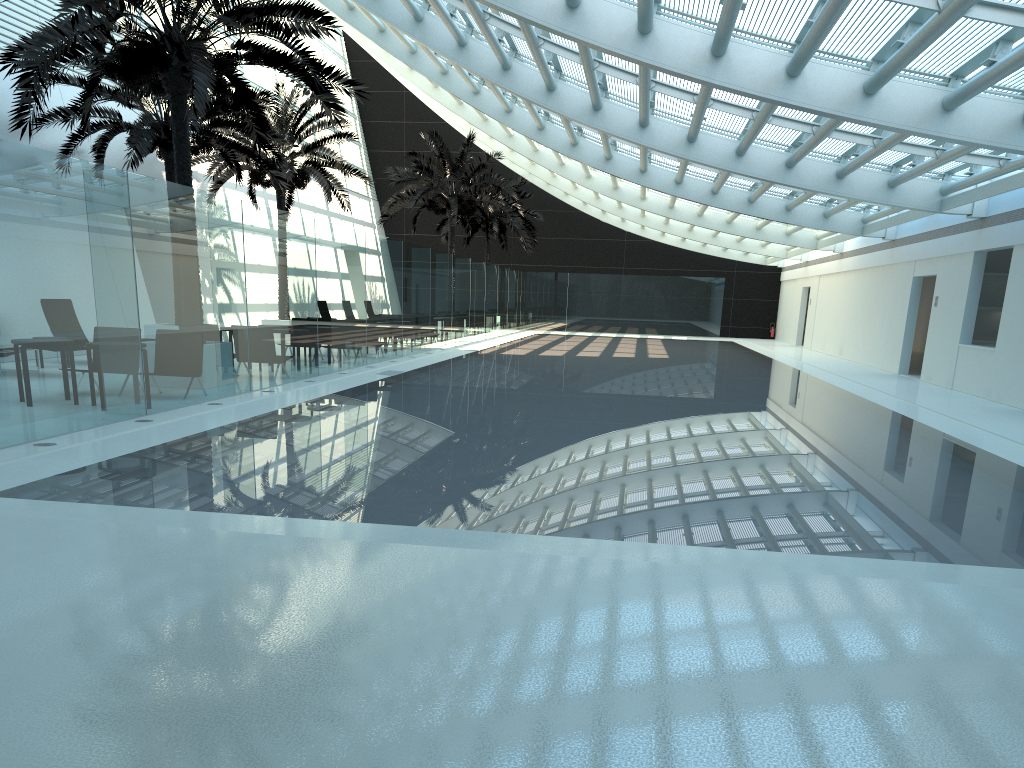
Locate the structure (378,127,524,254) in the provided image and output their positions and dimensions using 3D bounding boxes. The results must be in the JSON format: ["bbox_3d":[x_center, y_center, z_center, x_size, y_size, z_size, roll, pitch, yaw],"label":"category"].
[{"bbox_3d":[-2.126,-5.217,30.875,4.822,7.276,4.277,2,13,1],"label":"structure"}]

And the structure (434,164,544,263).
[{"bbox_3d":[-0.932,-5.949,38.693,4.454,7.274,4.633,-1,13,-13],"label":"structure"}]

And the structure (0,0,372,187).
[{"bbox_3d":[-4.868,-3.493,12.490,4.773,7.275,4.323,8,14,26],"label":"structure"}]

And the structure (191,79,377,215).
[{"bbox_3d":[-6.517,-4.645,24.192,4.202,7.145,4.551,13,17,40],"label":"structure"}]

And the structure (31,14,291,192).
[{"bbox_3d":[-7.175,-4.065,18.411,4.639,7.082,4.120,-1,13,-13],"label":"structure"}]
